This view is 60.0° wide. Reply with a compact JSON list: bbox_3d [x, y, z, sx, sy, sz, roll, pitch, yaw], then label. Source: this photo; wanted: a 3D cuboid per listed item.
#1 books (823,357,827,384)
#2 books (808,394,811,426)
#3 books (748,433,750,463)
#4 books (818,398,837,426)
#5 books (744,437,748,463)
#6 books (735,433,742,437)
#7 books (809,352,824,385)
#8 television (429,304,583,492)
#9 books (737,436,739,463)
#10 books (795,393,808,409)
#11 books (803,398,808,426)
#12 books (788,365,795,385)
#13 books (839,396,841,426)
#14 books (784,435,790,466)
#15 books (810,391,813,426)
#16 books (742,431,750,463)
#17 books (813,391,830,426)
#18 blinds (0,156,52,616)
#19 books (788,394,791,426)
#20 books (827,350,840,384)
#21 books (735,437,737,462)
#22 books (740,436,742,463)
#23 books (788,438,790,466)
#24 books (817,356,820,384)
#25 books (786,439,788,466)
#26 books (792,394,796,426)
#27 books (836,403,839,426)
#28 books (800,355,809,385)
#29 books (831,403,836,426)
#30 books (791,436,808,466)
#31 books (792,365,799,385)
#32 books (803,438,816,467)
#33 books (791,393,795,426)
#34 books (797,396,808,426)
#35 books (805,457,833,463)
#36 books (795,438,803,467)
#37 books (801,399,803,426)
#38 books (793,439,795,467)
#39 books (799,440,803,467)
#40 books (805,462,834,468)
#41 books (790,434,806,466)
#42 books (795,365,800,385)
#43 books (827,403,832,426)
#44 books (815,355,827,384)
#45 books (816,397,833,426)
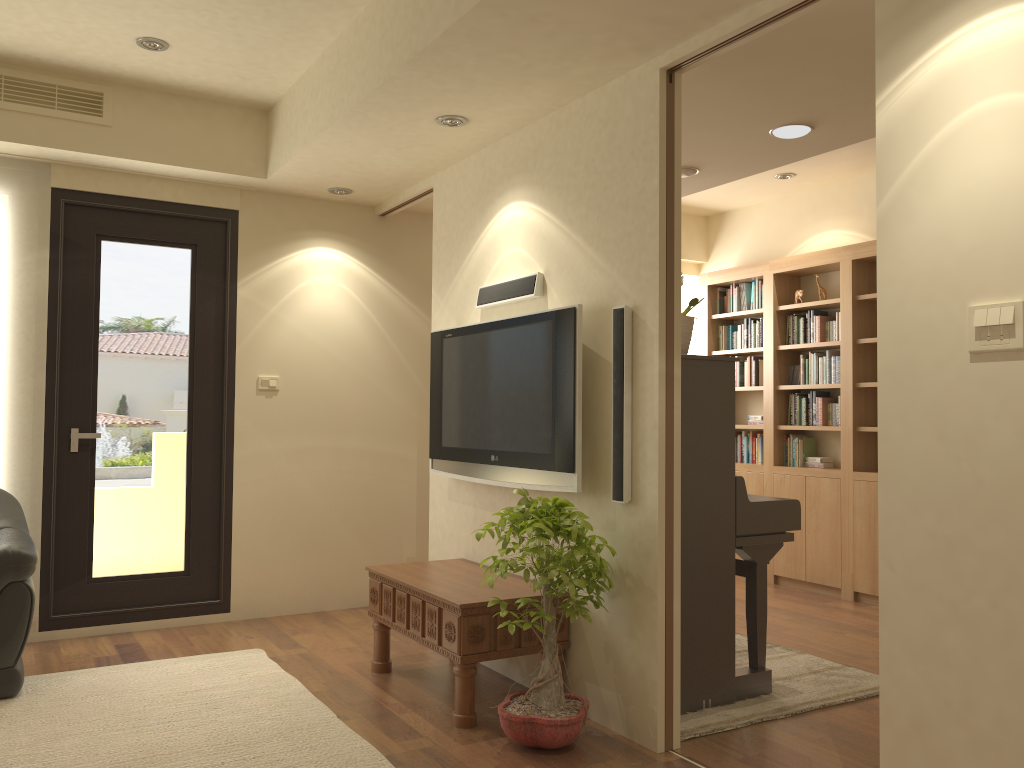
[{"bbox_3d":[2.332,-0.091,6.465,0.156,0.211,0.026,2,-3,-31],"label":"books"},{"bbox_3d":[2.259,0.192,6.594,0.139,0.237,0.026,2,-3,-31],"label":"books"},{"bbox_3d":[1.962,0.517,7.149,0.139,0.237,0.026,2,-3,-31],"label":"books"},{"bbox_3d":[2.310,0.204,6.486,0.162,0.206,0.036,2,-3,-31],"label":"books"},{"bbox_3d":[1.941,0.531,7.167,0.156,0.211,0.026,2,-3,-31],"label":"books"},{"bbox_3d":[1.862,0.523,7.301,0.157,0.235,0.017,2,-3,-31],"label":"books"},{"bbox_3d":[2.264,-0.109,6.591,0.145,0.255,0.019,2,-3,-31],"label":"books"},{"bbox_3d":[-0.048,0.086,4.184,0.110,0.778,1.377,2,-3,-31],"label":"television"},{"bbox_3d":[1.900,0.531,7.225,0.168,0.215,0.013,2,-3,-31],"label":"books"},{"bbox_3d":[2.196,0.192,6.682,0.158,0.243,0.016,2,-3,-31],"label":"books"},{"bbox_3d":[2.235,0.208,6.611,0.163,0.207,0.026,2,-3,-31],"label":"books"},{"bbox_3d":[2.168,-0.059,6.779,0.111,0.169,0.070,2,-3,-31],"label":"books"},{"bbox_3d":[2.395,0.195,6.335,0.168,0.215,0.013,2,-3,-31],"label":"books"},{"bbox_3d":[2.129,0.504,6.754,0.157,0.235,0.017,2,-3,-31],"label":"books"},{"bbox_3d":[2.269,0.183,6.573,0.145,0.255,0.019,2,-3,-31],"label":"books"},{"bbox_3d":[1.929,0.510,7.191,0.154,0.254,0.026,2,-3,-31],"label":"books"},{"bbox_3d":[2.283,0.182,6.539,0.154,0.254,0.026,2,-3,-31],"label":"books"},{"bbox_3d":[-3.746,-0.023,4.082,2.830,2.453,0.002,2,-3,-31],"label":"blinds"},{"bbox_3d":[2.162,0.195,6.750,0.148,0.242,0.035,2,-3,-31],"label":"books"},{"bbox_3d":[2.347,-0.113,6.444,0.154,0.254,0.026,2,-3,-31],"label":"books"},{"bbox_3d":[1.878,0.539,7.281,0.150,0.202,0.032,2,-3,-31],"label":"books"},{"bbox_3d":[1.914,0.530,7.203,0.168,0.215,0.009,2,-3,-31],"label":"books"},{"bbox_3d":[2.149,0.513,6.709,0.168,0.215,0.009,2,-3,-31],"label":"books"},{"bbox_3d":[2.299,-0.092,6.510,0.168,0.215,0.009,2,-3,-31],"label":"books"},{"bbox_3d":[2.145,0.520,6.733,0.150,0.202,0.032,2,-3,-31],"label":"books"},{"bbox_3d":[2.182,0.197,6.707,0.157,0.235,0.017,2,-3,-31],"label":"books"},{"bbox_3d":[2.388,0.222,6.403,0.111,0.165,0.036,2,-3,-31],"label":"books"},{"bbox_3d":[2.222,-0.097,6.666,0.139,0.237,0.026,2,-3,-31],"label":"books"},{"bbox_3d":[2.369,0.224,6.435,0.111,0.165,0.036,2,-3,-31],"label":"books"},{"bbox_3d":[2.164,0.507,6.684,0.168,0.224,0.014,2,-3,-31],"label":"books"},{"bbox_3d":[2.190,-0.060,6.747,0.111,0.169,0.070,2,-3,-31],"label":"books"},{"bbox_3d":[2.222,0.510,6.626,0.127,0.215,0.011,2,-3,-31],"label":"books"},{"bbox_3d":[2.174,0.194,6.725,0.152,0.242,0.019,2,-3,-31],"label":"books"},{"bbox_3d":[2.205,0.201,6.657,0.168,0.224,0.014,2,-3,-31],"label":"books"},{"bbox_3d":[2.265,0.559,6.539,0.111,0.036,0.165,2,-2,-25],"label":"books"},{"bbox_3d":[2.189,0.510,6.642,0.167,0.215,0.026,2,-3,-31],"label":"books"},{"bbox_3d":[2.225,0.211,6.640,0.150,0.202,0.032,2,-3,-31],"label":"books"},{"bbox_3d":[2.177,0.515,6.667,0.163,0.207,0.026,2,-3,-31],"label":"books"},{"bbox_3d":[2.202,0.516,6.628,0.158,0.202,0.011,2,-3,-31],"label":"books"},{"bbox_3d":[2.269,0.596,6.546,0.111,0.036,0.165,2,-3,-31],"label":"books"},{"bbox_3d":[2.160,0.498,6.701,0.158,0.243,0.016,2,-3,-31],"label":"books"},{"bbox_3d":[2.208,-0.061,6.714,0.111,0.169,0.070,2,-3,-31],"label":"books"},{"bbox_3d":[2.350,0.225,6.466,0.111,0.165,0.036,2,-3,-31],"label":"books"},{"bbox_3d":[2.292,-0.096,6.521,0.168,0.224,0.014,2,-3,-31],"label":"books"},{"bbox_3d":[2.296,0.203,6.515,0.156,0.211,0.026,2,-3,-31],"label":"books"}]
